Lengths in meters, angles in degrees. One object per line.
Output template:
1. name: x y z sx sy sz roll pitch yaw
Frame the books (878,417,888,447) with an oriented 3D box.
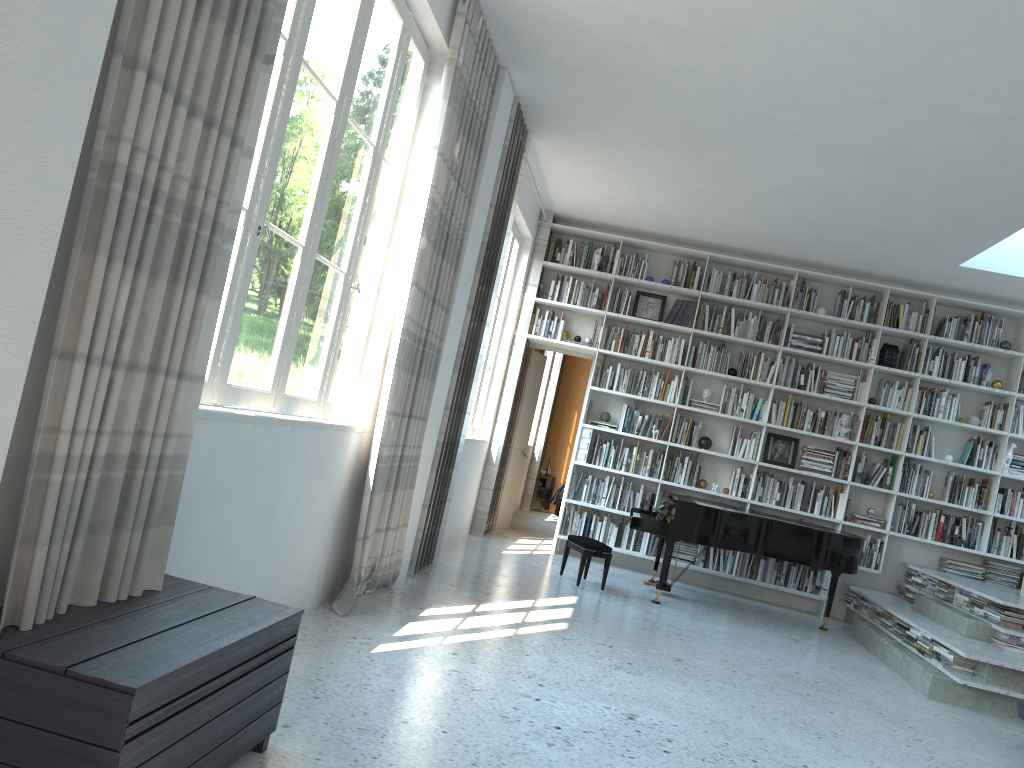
1. books: 3.464 0.458 8.317 0.019 0.293 0.182 12 -2 8

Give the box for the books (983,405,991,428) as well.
1. books: 4.385 0.310 8.232 0.012 0.232 0.154 12 -2 8

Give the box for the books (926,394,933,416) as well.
1. books: 3.883 0.211 8.304 0.026 0.215 0.161 12 -2 8

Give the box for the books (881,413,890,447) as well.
1. books: 3.483 0.440 8.335 0.021 0.337 0.169 12 -2 8

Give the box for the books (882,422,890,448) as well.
1. books: 3.492 0.486 8.334 0.033 0.253 0.175 12 -2 8

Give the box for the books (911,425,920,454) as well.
1. books: 3.739 0.523 8.273 0.013 0.279 0.192 12 -2 8

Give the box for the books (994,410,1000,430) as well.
1. books: 4.462 0.342 8.214 0.013 0.202 0.173 12 -3 8

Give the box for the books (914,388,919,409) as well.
1. books: 3.744 0.163 8.311 0.028 0.251 0.190 12 -2 8

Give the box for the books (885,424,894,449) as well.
1. books: 3.511 0.494 8.306 0.027 0.242 0.189 12 -2 8

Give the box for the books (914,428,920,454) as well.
1. books: 3.767 0.542 8.297 0.013 0.256 0.144 12 -2 8

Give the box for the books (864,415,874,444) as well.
1. books: 3.345 0.434 8.361 0.035 0.293 0.145 12 -2 8

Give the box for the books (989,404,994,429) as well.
1. books: 4.414 0.311 8.228 0.016 0.243 0.151 12 -2 8

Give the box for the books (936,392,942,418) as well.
1. books: 3.965 0.208 8.294 0.011 0.256 0.131 12 -2 8

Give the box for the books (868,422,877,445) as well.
1. books: 3.381 0.472 8.344 0.015 0.231 0.180 12 -2 8

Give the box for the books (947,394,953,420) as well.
1. books: 4.062 0.227 8.287 0.024 0.262 0.133 12 -2 8

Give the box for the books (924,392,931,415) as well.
1. books: 3.866 0.197 8.305 0.013 0.236 0.157 12 -2 8

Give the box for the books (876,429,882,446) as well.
1. books: 3.438 0.512 8.357 0.030 0.181 0.131 12 -2 8

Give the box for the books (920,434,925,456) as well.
1. books: 3.808 0.573 8.277 0.007 0.211 0.158 12 -2 8

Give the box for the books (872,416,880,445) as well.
1. books: 3.403 0.445 8.340 0.019 0.294 0.164 12 -2 8

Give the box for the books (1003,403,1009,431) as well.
1. books: 4.528 0.317 8.193 0.005 0.278 0.182 12 -2 8

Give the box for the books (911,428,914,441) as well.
1. books: 3.717 0.538 8.311 0.007 0.244 0.145 12 -2 8

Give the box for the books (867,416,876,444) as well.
1. books: 3.369 0.439 8.357 0.035 0.293 0.145 12 -2 8

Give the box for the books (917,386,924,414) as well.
1. books: 3.811 0.164 8.322 0.014 0.278 0.154 12 -2 8

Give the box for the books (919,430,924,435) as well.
1. books: 3.791 0.554 8.289 0.008 0.242 0.169 12 -2 8

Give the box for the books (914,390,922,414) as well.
1. books: 3.787 0.178 8.329 0.030 0.242 0.138 12 -2 8

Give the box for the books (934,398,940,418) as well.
1. books: 3.940 0.234 8.290 0.025 0.194 0.171 12 -3 8

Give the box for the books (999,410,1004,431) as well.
1. books: 4.488 0.346 8.199 0.013 0.204 0.174 12 -3 8

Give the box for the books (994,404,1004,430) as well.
1. books: 4.480 0.317 8.203 0.016 0.257 0.176 12 -2 8

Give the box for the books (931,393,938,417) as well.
1. books: 3.920 0.208 8.285 0.022 0.237 0.164 12 -2 8

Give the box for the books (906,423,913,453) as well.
1. books: 3.699 0.511 8.295 0.035 0.287 0.191 12 -2 8

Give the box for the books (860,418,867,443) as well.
1. books: 3.301 0.448 8.382 0.013 0.246 0.176 12 -2 8

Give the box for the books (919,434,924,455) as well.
1. books: 3.798 0.573 8.287 0.014 0.209 0.156 12 -2 8

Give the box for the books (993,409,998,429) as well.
1. books: 4.452 0.338 8.228 0.012 0.206 0.137 12 -2 8

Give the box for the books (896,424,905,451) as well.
1. books: 3.626 0.507 8.325 0.033 0.268 0.142 12 -2 8

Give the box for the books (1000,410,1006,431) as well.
1. books: 4.512 0.350 8.200 0.012 0.206 0.169 12 -3 8

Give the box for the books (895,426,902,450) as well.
1. books: 3.606 0.513 8.330 0.019 0.247 0.149 12 -2 8

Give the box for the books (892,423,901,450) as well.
1. books: 3.588 0.499 8.318 0.032 0.266 0.143 12 -2 8

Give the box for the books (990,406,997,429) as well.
1. books: 4.439 0.324 8.225 0.016 0.228 0.160 12 -2 8

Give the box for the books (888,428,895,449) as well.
1. books: 3.531 0.518 8.310 0.034 0.204 0.181 12 -3 8

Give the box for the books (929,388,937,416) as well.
1. books: 3.907 0.182 8.283 0.014 0.280 0.177 12 -2 8

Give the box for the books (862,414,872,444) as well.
1. books: 3.331 0.430 8.352 0.035 0.293 0.145 12 -2 8

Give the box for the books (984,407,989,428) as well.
1. books: 4.374 0.322 8.235 0.005 0.205 0.154 12 -2 8

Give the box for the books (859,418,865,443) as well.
1. books: 3.284 0.446 8.372 0.014 0.244 0.145 12 -2 8

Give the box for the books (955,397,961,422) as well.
1. books: 4.143 0.248 8.272 0.034 0.254 0.161 12 -2 8

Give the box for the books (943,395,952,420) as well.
1. books: 4.034 0.228 8.270 0.025 0.244 0.183 12 -2 8

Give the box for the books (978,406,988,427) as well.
1. books: 4.366 0.313 8.241 0.015 0.220 0.140 12 -2 8

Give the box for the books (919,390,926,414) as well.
1. books: 3.819 0.181 8.303 0.014 0.247 0.176 12 -2 8

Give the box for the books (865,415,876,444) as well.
1. books: 3.355 0.435 8.344 0.035 0.293 0.145 12 -2 8

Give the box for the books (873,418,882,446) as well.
1. books: 3.424 0.459 8.360 0.035 0.278 0.139 12 -2 8

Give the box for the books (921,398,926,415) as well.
1. books: 3.830 0.219 8.311 0.021 0.179 0.136 12 -2 8

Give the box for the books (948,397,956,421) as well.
1. books: 4.079 0.245 8.269 0.021 0.232 0.183 12 -2 8

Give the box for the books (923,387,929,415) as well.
1. books: 3.861 0.173 8.327 0.014 0.284 0.135 12 -2 8

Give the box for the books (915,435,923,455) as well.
1. books: 3.771 0.574 8.264 0.017 0.192 0.191 12 -3 8

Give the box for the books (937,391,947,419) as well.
1. books: 3.982 0.207 8.268 0.030 0.263 0.182 12 -2 8

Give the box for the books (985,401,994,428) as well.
1. books: 4.400 0.295 8.219 0.015 0.267 0.164 12 -2 8

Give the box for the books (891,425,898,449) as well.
1. books: 3.562 0.507 8.326 0.028 0.239 0.145 12 -2 8

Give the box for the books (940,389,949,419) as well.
1. books: 4.017 0.200 8.289 0.027 0.295 0.159 12 -2 8

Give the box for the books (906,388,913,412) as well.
1. books: 3.701 0.162 8.325 0.026 0.238 0.173 12 -2 8

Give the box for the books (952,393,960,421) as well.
1. books: 4.104 0.229 8.255 0.024 0.272 0.169 12 -2 8
